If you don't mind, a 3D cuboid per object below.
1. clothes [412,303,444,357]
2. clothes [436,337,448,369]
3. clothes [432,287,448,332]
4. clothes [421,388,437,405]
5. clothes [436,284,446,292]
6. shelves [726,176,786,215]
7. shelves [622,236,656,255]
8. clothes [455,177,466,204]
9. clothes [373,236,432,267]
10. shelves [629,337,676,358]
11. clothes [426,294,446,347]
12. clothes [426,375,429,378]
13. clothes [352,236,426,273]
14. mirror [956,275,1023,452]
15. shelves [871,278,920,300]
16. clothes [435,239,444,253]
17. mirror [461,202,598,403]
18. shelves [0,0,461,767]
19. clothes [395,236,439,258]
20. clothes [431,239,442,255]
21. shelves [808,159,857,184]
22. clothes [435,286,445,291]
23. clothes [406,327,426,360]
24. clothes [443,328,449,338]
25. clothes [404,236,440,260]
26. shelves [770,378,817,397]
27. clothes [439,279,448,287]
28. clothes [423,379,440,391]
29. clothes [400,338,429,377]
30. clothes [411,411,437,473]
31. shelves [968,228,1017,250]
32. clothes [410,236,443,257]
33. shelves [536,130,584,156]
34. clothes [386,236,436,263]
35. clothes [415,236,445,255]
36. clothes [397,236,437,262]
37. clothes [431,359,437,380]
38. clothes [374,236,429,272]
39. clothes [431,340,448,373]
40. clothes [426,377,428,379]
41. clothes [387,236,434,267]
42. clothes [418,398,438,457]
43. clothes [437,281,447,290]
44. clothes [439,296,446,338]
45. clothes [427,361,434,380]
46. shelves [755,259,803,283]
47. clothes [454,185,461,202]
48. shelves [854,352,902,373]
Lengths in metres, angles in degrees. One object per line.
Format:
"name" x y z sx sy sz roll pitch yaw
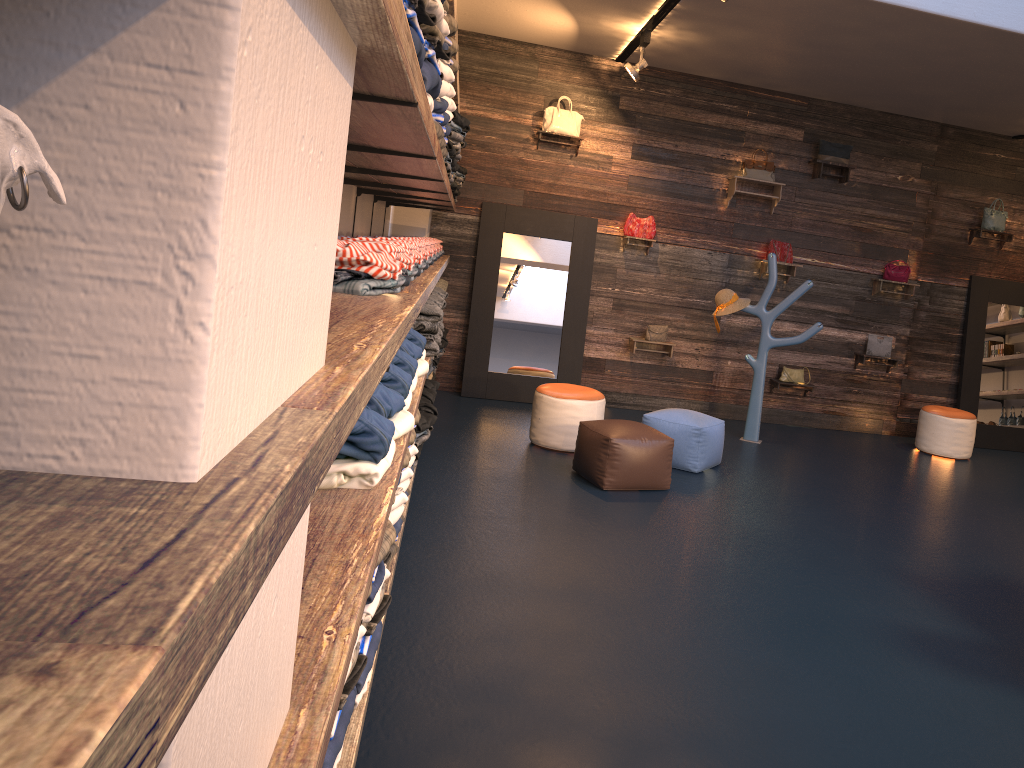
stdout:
"clothes" -0.567 -0.319 4.836 0.392 0.300 0.336 5 7 -20
"clothes" -0.760 -0.288 7.452 0.384 0.297 0.307 5 7 -20
"clothes" -0.640 -0.520 5.971 0.410 0.315 0.342 5 7 -22
"clothes" -0.612 0.164 4.782 0.362 0.297 0.300 7 7 -9
"clothes" -0.726 -0.726 7.059 0.340 0.339 0.392 7 7 -1
"shelves" 2.525 -1.961 9.044 0.576 0.315 0.239 6 6 -12
"shelves" 1.283 -1.406 8.828 0.313 0.156 0.240 6 8 -10
"clothes" -0.629 -1.815 7.988 0.356 0.297 0.306 7 7 -2
"clothes" -0.619 -0.703 4.628 0.343 0.158 0.329 10 8 12
"shelves" 1.440 -0.377 8.965 0.466 0.142 0.239 6 8 -11
"clothes" -0.597 -0.390 5.202 0.410 0.315 0.342 5 7 -22
"clothes" -0.743 -0.022 5.958 0.430 0.249 0.338 6 7 -11
"clothes" -0.580 -0.584 3.926 0.343 0.158 0.329 10 8 12
"mirror" 5.651 -0.211 9.901 1.194 1.906 0.260 6 4 -12
"shelves" 4.189 -1.032 9.519 0.511 0.183 0.197 6 7 -12
"clothes" -0.779 -1.187 7.492 0.343 0.158 0.329 10 8 12
"mirror" 0.186 -0.778 8.658 1.194 1.906 0.260 6 4 -12
"shelves" 3.566 0.672 1.111 8.870 2.208 16.544 7 9 -6
"clothes" -0.698 -0.943 6.049 0.343 0.158 0.329 10 8 12
"clothes" -0.740 -1.069 6.790 0.343 0.158 0.329 10 8 12
"shelves" 3.384 -2.246 9.204 0.466 0.177 0.239 6 7 -11
"clothes" -0.702 -0.653 6.629 0.340 0.339 0.392 7 7 -1
"clothes" -0.651 -0.223 4.386 0.437 0.239 0.420 7 8 -9
"clothes" -0.791 -0.369 7.933 0.373 0.296 0.639 7 8 -5
"clothes" -0.693 -1.002 6.379 0.332 0.153 0.341 6 8 -13
"shelves" 3.019 0.060 9.348 0.466 0.156 0.239 6 8 -11
"clothes" -0.774 -0.871 7.918 0.340 0.339 0.392 7 7 -1
"clothes" -0.630 0.110 5.101 0.356 0.297 0.306 7 7 -2
"clothes" -0.630 -0.157 3.995 0.418 0.239 0.439 9 8 7
"clothes" -0.565 0.273 4.148 0.378 0.297 0.322 7 7 -6
"shelves" 5.352 -1.617 9.693 0.466 0.176 0.239 6 7 -11
"clothes" -0.734 -1.128 7.120 0.332 0.153 0.341 6 8 -13
"shelves" 0.464 -2.372 8.559 0.466 0.156 0.239 6 8 -11
"clothes" -0.659 -0.825 5.347 0.343 0.158 0.329 10 8 12
"clothes" -0.773 -1.246 7.822 0.332 0.153 0.341 6 8 -13
"clothes" -0.653 -0.884 5.677 0.332 0.153 0.341 6 8 -13
"clothes" -0.787 -0.156 6.750 0.430 0.249 0.338 6 7 -11
"clothes" -0.574 -0.643 4.256 0.332 0.153 0.341 6 8 -13
"clothes" -0.732 -0.233 7.137 0.378 0.297 0.322 7 7 -6
"clothes" -0.723 0.043 5.572 0.417 0.249 0.349 8 7 1
"clothes" -0.613 -0.762 4.958 0.332 0.153 0.341 6 8 -13
"clothes" -0.594 0.218 4.463 0.384 0.297 0.307 5 7 -20
"clothes" -0.750 -0.798 7.488 0.340 0.339 0.392 7 7 -1
"clothes" -0.610 -0.449 5.605 0.392 0.300 0.336 5 7 -20
"clothes" -0.767 -0.091 6.364 0.417 0.249 0.349 8 7 1
"shelves" 2.809 -1.185 9.181 0.466 0.209 0.239 6 7 -11
"clothes" -0.611 -1.761 7.669 0.362 0.297 0.300 7 7 -9
"shelves" 4.004 -0.217 9.538 0.466 0.182 0.239 6 7 -11
